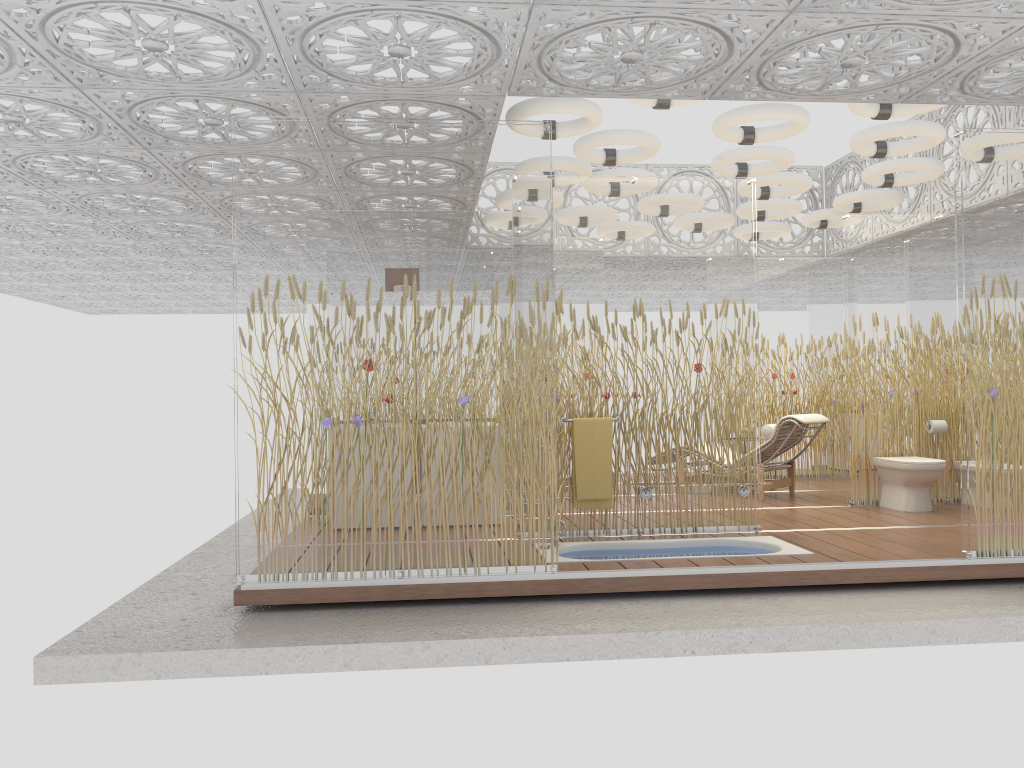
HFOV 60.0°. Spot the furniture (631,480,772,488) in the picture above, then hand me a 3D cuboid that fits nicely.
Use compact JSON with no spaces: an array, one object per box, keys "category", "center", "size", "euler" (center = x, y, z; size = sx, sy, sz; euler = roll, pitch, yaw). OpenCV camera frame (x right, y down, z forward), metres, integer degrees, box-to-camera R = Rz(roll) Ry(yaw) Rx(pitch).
[{"category":"furniture","center":[1.342,0.709,6.294],"size":[0.977,0.014,0.178],"euler":[-1,-1,-6]}]

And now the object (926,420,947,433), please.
[{"category":"object","center":[3.774,0.378,7.883],"size":[0.131,0.115,0.115],"euler":[-1,-1,-6]}]

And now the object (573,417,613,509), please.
[{"category":"object","center":[0.578,0.565,6.311],"size":[0.283,0.656,0.042],"euler":[-1,-1,-6]}]

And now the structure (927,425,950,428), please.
[{"category":"structure","center":[3.791,0.379,7.912],"size":[0.215,0.047,0.080],"euler":[-1,-1,-6]}]

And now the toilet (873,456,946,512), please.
[{"category":"toilet","center":[3.441,0.863,7.598],"size":[0.401,0.437,0.611],"euler":[-1,-1,-6]}]

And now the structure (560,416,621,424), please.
[{"category":"structure","center":[0.569,0.258,6.341],"size":[0.442,0.047,0.078],"euler":[-1,-1,-6]}]

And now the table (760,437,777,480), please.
[{"category":"table","center":[2.478,0.833,9.336],"size":[0.420,0.535,0.420],"euler":[0,-1,-36]}]

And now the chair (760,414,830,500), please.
[{"category":"chair","center":[2.253,0.707,8.962],"size":[1.787,0.811,0.635],"euler":[-2,-1,44]}]

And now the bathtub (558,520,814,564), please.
[{"category":"bathtub","center":[1.027,1.197,5.846],"size":[1.700,0.582,0.700],"euler":[-1,-1,-6]}]

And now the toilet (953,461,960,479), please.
[{"category":"toilet","center":[4.193,0.826,7.673],"size":[0.401,0.506,0.611],"euler":[-1,-1,-6]}]
